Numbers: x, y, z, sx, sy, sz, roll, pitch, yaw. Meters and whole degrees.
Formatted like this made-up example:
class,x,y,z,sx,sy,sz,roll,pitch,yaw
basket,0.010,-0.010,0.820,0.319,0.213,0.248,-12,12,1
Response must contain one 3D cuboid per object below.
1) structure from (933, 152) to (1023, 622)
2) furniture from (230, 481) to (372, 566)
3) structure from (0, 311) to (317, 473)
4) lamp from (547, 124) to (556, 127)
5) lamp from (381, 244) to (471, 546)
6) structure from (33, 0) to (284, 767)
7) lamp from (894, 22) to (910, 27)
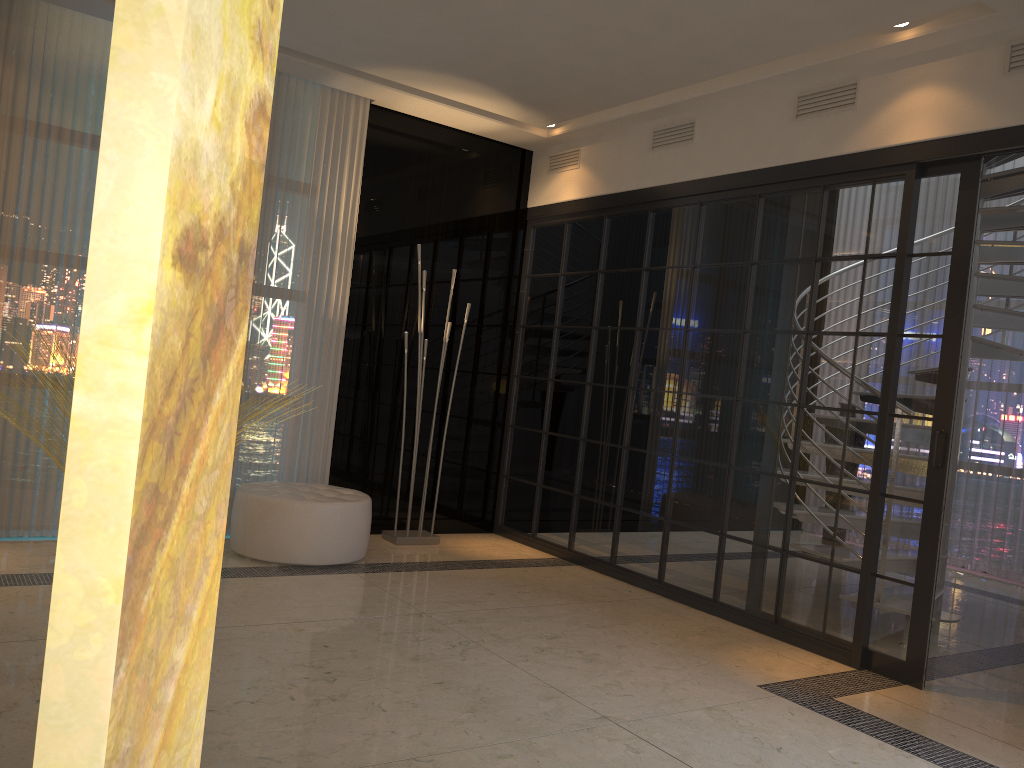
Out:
class,x,y,z,sx,sy,sz,roll,pitch,yaw
structure,2.147,-0.803,5.624,1.964,4.134,3.425,6,0,-35
furniture,-1.132,0.737,4.787,0.735,0.357,0.735,6,0,27
structure,-1.683,0.286,3.986,1.282,1.142,1.275,6,0,12
lamp,0.238,-1.675,5.545,0.107,0.127,0.107,7,0,37
lamp,-0.524,0.076,5.447,0.418,1.801,0.200,6,0,-35
structure,-1.160,-0.350,0.587,2.180,2.555,0.448,6,0,-35
lamp,1.576,-1.518,3.596,0.107,0.127,0.107,7,0,37
